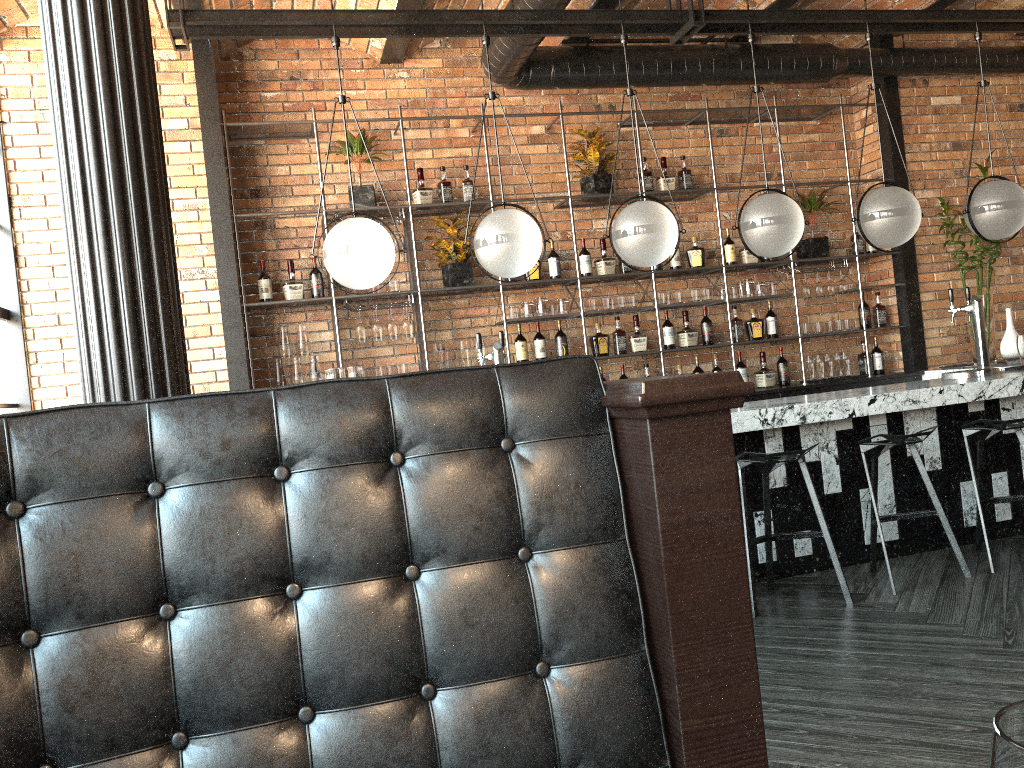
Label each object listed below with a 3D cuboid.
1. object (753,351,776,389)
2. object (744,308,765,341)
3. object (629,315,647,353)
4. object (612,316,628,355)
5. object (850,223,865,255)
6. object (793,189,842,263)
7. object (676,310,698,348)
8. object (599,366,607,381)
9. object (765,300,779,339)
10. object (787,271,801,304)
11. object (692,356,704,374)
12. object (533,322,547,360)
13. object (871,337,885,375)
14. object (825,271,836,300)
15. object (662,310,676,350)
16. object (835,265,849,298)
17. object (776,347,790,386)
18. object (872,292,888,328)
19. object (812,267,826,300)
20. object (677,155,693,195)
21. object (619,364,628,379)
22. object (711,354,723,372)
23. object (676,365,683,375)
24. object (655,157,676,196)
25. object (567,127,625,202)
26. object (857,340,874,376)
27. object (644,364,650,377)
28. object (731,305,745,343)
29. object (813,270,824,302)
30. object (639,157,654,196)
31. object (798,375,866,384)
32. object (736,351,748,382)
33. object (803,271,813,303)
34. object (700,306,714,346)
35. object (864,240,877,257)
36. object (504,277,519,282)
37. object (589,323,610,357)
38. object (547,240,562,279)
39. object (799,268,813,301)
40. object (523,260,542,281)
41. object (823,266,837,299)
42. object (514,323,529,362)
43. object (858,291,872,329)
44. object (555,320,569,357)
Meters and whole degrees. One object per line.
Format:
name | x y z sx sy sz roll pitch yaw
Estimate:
object | 1.909 -0.106 6.714 0.123 0.279 0.123 -6 0 -26
object | 1.836 -0.448 6.716 0.151 0.248 0.094 -6 0 -6
object | 0.915 -0.362 6.461 0.123 0.279 0.123 -6 0 -1
object | 0.778 -0.350 6.440 0.083 0.282 0.083 -6 0 -15
object | 2.706 -1.136 6.957 0.083 0.282 0.083 -6 0 0
object | 2.337 -1.234 6.828 0.374 0.560 0.398 -7 0 -42
object | 1.294 -0.404 6.561 0.123 0.279 0.123 -6 0 -26
object | 0.651 0.022 6.373 0.086 0.297 0.086 -6 0 19
object | 1.978 -0.489 6.768 0.086 0.298 0.086 -6 0 34
object | 2.191 -0.750 6.891 0.092 0.244 0.092 -6 0 25
object | 1.391 -0.059 6.606 0.086 0.298 0.086 -6 0 34
object | 0.197 -0.295 6.320 0.086 0.298 0.086 -6 0 34
object | 2.882 -0.223 6.997 0.086 0.298 0.086 -6 0 34
object | 2.492 -0.783 6.970 0.092 0.244 0.092 -6 0 25
object | 1.152 -0.399 6.546 0.086 0.298 0.086 -6 0 34
object | 2.534 -0.786 6.810 0.092 0.244 0.092 -6 0 25
object | 2.067 -0.135 6.773 0.086 0.299 0.086 -6 0 34
object | 2.897 -0.583 6.994 0.083 0.282 0.083 -6 0 -5
object | 2.339 -0.765 6.759 0.092 0.244 0.092 -6 0 25
object | 1.285 -1.556 6.598 0.083 0.282 0.083 -6 0 -30
object | 0.817 0.003 6.450 0.086 0.298 0.086 -6 0 34
object | 1.534 -0.074 6.630 0.080 0.299 0.080 -6 0 -12
object | 1.248 -0.018 6.554 0.151 0.248 0.094 -6 0 -6
object | 1.133 -1.537 6.559 0.123 0.279 0.123 -6 0 -11
object | 0.586 -1.602 6.455 0.425 0.526 0.430 -6 0 -12
object | 2.766 -0.203 6.952 0.083 0.282 0.083 -6 0 -30
object | 0.996 -0.008 6.489 0.083 0.282 0.083 -6 0 -30
object | 1.687 -0.450 6.678 0.083 0.282 0.083 -6 0 -30
object | 2.393 -0.772 6.944 0.092 0.244 0.092 -6 0 25
object | 0.983 -1.523 6.519 0.083 0.282 0.083 -6 0 -15
object | 2.465 -0.036 6.814 0.437 0.019 0.273 -6 0 -15
object | 1.729 -0.097 6.688 0.086 0.298 0.086 -6 0 34
object | 2.297 -0.761 6.919 0.092 0.244 0.092 -6 0 25
object | 1.452 -0.433 6.620 0.086 0.299 0.086 -6 0 34
object | 2.833 -1.159 7.019 0.086 0.298 0.086 -6 0 39
object | -0.016 -0.837 6.245 0.083 0.282 0.083 -6 0 -30
object | 0.632 -0.316 6.400 0.151 0.248 0.094 -6 0 -26
object | 0.300 -0.879 6.341 0.086 0.298 0.086 -6 0 34
object | 2.233 -0.753 6.732 0.092 0.244 0.092 -6 0 25
object | 0.141 -0.836 6.285 0.151 0.248 0.094 -6 0 -11
object | 2.434 -0.775 6.784 0.092 0.244 0.092 -6 0 25
object | 0.063 -0.278 6.259 0.086 0.299 0.086 -6 0 34
object | 2.764 -0.577 6.963 0.086 0.299 0.086 -6 0 34
object | 0.350 -0.311 6.331 0.086 0.297 0.086 -6 0 34
